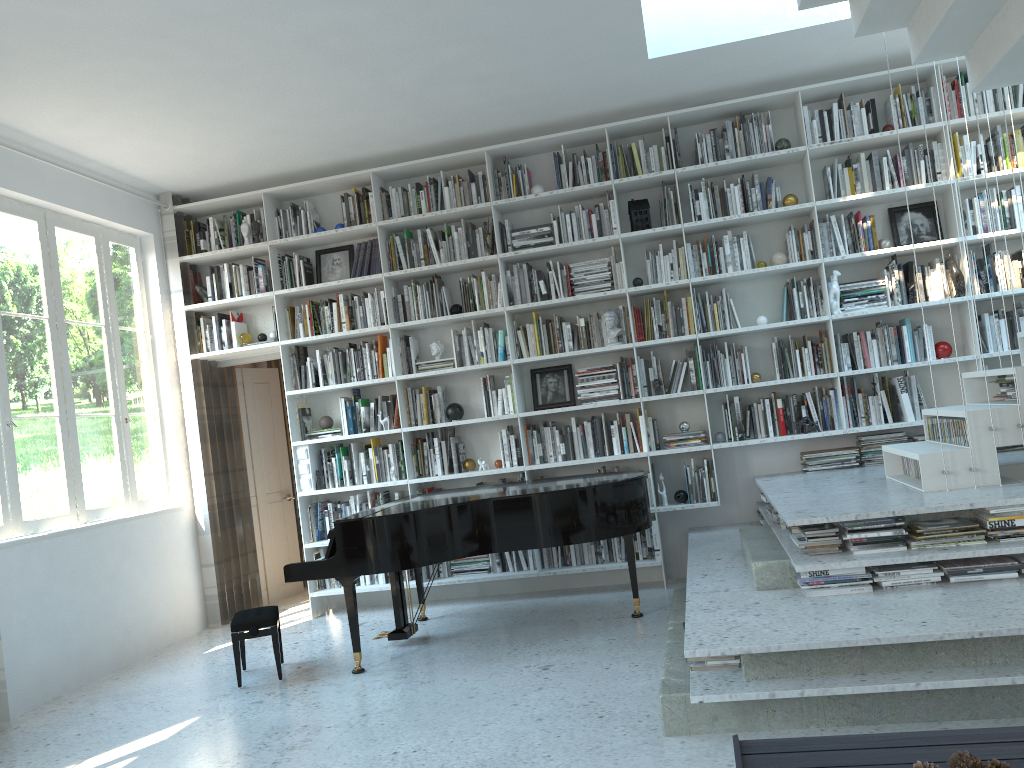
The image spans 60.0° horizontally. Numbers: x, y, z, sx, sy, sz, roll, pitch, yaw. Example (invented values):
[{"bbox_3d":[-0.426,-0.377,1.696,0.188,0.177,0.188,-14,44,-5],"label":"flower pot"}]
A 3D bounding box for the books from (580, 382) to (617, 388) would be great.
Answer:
[{"bbox_3d":[0.602,0.008,6.158,0.254,0.012,0.161,-7,-3,6],"label":"books"}]

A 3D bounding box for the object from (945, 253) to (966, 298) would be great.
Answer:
[{"bbox_3d":[2.789,-0.680,5.568,0.075,0.288,0.087,-5,-3,-44],"label":"object"}]

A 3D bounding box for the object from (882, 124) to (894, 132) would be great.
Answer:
[{"bbox_3d":[2.420,-1.632,5.702,0.071,0.072,0.071,-6,-3,-30],"label":"object"}]

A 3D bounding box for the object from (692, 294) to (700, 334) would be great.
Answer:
[{"bbox_3d":[1.255,-0.466,6.048,0.013,0.283,0.135,-8,-2,11],"label":"object"}]

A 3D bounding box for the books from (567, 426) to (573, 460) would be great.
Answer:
[{"bbox_3d":[0.415,0.413,6.196,0.013,0.230,0.139,-8,-2,11],"label":"books"}]

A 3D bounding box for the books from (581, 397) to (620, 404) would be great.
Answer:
[{"bbox_3d":[0.616,0.115,6.160,0.254,0.012,0.161,-8,-3,13],"label":"books"}]

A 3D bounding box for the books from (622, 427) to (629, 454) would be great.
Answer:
[{"bbox_3d":[0.786,0.386,6.105,0.023,0.183,0.169,-8,-2,11],"label":"books"}]

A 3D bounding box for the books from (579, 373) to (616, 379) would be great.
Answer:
[{"bbox_3d":[0.595,-0.052,6.164,0.254,0.012,0.161,-8,-3,8],"label":"books"}]

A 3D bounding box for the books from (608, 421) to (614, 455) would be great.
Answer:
[{"bbox_3d":[0.696,0.373,6.141,0.014,0.235,0.154,-8,-2,11],"label":"books"}]

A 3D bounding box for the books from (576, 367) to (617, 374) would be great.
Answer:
[{"bbox_3d":[0.589,-0.088,6.160,0.285,0.012,0.159,-7,-3,6],"label":"books"}]

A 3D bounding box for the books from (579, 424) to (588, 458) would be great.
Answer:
[{"bbox_3d":[0.507,0.397,6.179,0.031,0.237,0.159,-8,-2,11],"label":"books"}]

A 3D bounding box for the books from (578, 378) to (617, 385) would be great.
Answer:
[{"bbox_3d":[0.600,-0.016,6.162,0.254,0.012,0.161,-8,-3,14],"label":"books"}]

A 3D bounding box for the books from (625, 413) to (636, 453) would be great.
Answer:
[{"bbox_3d":[0.817,0.338,6.112,0.026,0.272,0.175,-8,-2,11],"label":"books"}]

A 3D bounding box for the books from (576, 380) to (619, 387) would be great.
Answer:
[{"bbox_3d":[0.600,-0.004,6.157,0.285,0.012,0.159,-8,-3,16],"label":"books"}]

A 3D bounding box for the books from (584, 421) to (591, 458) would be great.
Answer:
[{"bbox_3d":[0.536,0.385,6.189,0.025,0.254,0.136,-8,-2,11],"label":"books"}]

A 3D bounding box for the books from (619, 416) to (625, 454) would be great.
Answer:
[{"bbox_3d":[0.769,0.353,6.134,0.014,0.256,0.145,-8,-2,11],"label":"books"}]

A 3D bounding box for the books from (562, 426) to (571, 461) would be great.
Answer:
[{"bbox_3d":[0.392,0.412,6.190,0.029,0.237,0.166,-8,-2,11],"label":"books"}]

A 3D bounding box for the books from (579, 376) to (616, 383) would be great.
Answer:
[{"bbox_3d":[0.598,-0.028,6.163,0.254,0.012,0.161,-8,-3,8],"label":"books"}]

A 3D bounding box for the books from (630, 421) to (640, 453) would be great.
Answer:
[{"bbox_3d":[0.852,0.363,6.093,0.042,0.212,0.169,-8,-2,11],"label":"books"}]

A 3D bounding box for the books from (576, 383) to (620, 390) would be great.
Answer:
[{"bbox_3d":[0.603,0.020,6.157,0.285,0.012,0.159,-8,-3,16],"label":"books"}]

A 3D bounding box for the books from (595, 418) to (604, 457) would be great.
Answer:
[{"bbox_3d":[0.615,0.368,6.145,0.028,0.264,0.161,-8,-2,11],"label":"books"}]

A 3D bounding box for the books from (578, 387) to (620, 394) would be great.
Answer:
[{"bbox_3d":[0.608,0.044,6.165,0.285,0.012,0.159,-8,-3,12],"label":"books"}]

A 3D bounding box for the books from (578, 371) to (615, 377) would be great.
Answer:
[{"bbox_3d":[0.593,-0.065,6.162,0.254,0.012,0.161,-8,-3,7],"label":"books"}]

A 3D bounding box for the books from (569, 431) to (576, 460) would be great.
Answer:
[{"bbox_3d":[0.432,0.427,6.179,0.023,0.196,0.165,-8,-2,11],"label":"books"}]

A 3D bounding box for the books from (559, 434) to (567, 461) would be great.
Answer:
[{"bbox_3d":[0.366,0.442,6.188,0.029,0.183,0.174,-8,-2,11],"label":"books"}]

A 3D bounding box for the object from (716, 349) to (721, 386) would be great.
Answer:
[{"bbox_3d":[1.399,-0.106,6.017,0.007,0.266,0.135,-8,-2,11],"label":"object"}]

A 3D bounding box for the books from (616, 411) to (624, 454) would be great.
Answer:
[{"bbox_3d":[0.751,0.336,6.130,0.014,0.293,0.137,-8,-2,11],"label":"books"}]

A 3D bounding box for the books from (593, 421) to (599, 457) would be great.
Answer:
[{"bbox_3d":[0.591,0.379,6.168,0.011,0.251,0.158,-8,-2,11],"label":"books"}]

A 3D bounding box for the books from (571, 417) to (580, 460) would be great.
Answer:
[{"bbox_3d":[0.453,0.377,6.189,0.026,0.291,0.152,-8,-2,11],"label":"books"}]

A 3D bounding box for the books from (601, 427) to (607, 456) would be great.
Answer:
[{"bbox_3d":[0.646,0.396,6.153,0.021,0.202,0.128,-8,-2,11],"label":"books"}]

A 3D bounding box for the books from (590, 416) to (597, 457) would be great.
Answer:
[{"bbox_3d":[0.578,0.364,6.177,0.014,0.286,0.134,-8,-2,11],"label":"books"}]

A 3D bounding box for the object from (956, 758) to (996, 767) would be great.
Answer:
[{"bbox_3d":[1.099,0.928,2.067,0.097,0.102,0.099,-6,-2,-18],"label":"object"}]

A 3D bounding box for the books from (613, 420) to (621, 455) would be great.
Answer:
[{"bbox_3d":[0.734,0.367,6.121,0.023,0.234,0.174,-8,-2,11],"label":"books"}]

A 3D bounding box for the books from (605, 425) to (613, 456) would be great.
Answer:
[{"bbox_3d":[0.677,0.389,6.134,0.024,0.207,0.183,-8,-2,11],"label":"books"}]

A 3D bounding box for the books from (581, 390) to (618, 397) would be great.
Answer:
[{"bbox_3d":[0.609,0.067,6.156,0.254,0.012,0.161,-7,-3,6],"label":"books"}]

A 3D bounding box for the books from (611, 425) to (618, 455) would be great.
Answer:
[{"bbox_3d":[0.713,0.385,6.125,0.023,0.204,0.167,-8,-2,11],"label":"books"}]

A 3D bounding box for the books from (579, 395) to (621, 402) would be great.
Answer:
[{"bbox_3d":[0.613,0.102,6.154,0.285,0.012,0.159,-7,-3,6],"label":"books"}]

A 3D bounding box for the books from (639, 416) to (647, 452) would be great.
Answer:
[{"bbox_3d":[0.907,0.338,6.078,0.033,0.246,0.176,-8,-2,11],"label":"books"}]

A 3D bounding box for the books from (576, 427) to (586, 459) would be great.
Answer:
[{"bbox_3d":[0.484,0.409,6.191,0.025,0.220,0.140,-8,-2,11],"label":"books"}]

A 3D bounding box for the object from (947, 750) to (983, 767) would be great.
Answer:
[{"bbox_3d":[1.117,0.946,2.175,0.078,0.084,0.098,-8,-2,12],"label":"object"}]

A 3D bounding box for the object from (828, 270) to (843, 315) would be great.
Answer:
[{"bbox_3d":[2.075,-0.584,5.695,0.075,0.288,0.087,-5,-3,-44],"label":"object"}]

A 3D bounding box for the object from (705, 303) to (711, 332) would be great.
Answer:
[{"bbox_3d":[1.327,-0.438,6.016,0.013,0.208,0.140,-8,-2,11],"label":"object"}]

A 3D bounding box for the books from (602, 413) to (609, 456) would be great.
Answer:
[{"bbox_3d":[0.654,0.347,6.142,0.012,0.296,0.177,-8,-2,11],"label":"books"}]

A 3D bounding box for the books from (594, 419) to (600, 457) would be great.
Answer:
[{"bbox_3d":[0.599,0.372,6.155,0.010,0.261,0.181,-8,-2,11],"label":"books"}]

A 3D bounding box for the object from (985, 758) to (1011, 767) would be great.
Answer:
[{"bbox_3d":[1.159,0.929,2.091,0.086,0.101,0.078,-7,-2,-14],"label":"object"}]

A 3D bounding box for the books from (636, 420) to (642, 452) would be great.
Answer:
[{"bbox_3d":[0.878,0.357,6.089,0.011,0.216,0.166,-8,-2,11],"label":"books"}]

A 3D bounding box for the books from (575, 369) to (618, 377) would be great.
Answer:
[{"bbox_3d":[0.592,-0.076,6.167,0.285,0.012,0.159,-8,-3,13],"label":"books"}]

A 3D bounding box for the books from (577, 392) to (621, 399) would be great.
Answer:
[{"bbox_3d":[0.610,0.079,6.155,0.285,0.012,0.159,-8,-3,16],"label":"books"}]

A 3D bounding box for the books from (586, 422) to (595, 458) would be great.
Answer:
[{"bbox_3d":[0.556,0.386,6.157,0.026,0.245,0.191,-8,-2,11],"label":"books"}]

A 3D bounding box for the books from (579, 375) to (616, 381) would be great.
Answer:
[{"bbox_3d":[0.596,-0.040,6.161,0.254,0.012,0.161,-8,-3,7],"label":"books"}]

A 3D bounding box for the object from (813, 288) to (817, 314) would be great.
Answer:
[{"bbox_3d":[2.005,-0.529,5.898,0.014,0.208,0.130,-8,-2,11],"label":"object"}]

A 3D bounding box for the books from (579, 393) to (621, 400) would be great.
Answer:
[{"bbox_3d":[0.614,0.091,6.164,0.285,0.012,0.159,-8,-3,10],"label":"books"}]

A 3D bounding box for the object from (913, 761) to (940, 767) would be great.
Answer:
[{"bbox_3d":[0.985,0.936,2.091,0.090,0.106,0.097,-9,-3,33],"label":"object"}]

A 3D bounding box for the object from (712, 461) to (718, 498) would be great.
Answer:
[{"bbox_3d":[1.359,0.643,5.919,0.011,0.260,0.142,-8,-2,11],"label":"object"}]

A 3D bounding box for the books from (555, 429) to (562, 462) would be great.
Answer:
[{"bbox_3d":[0.339,0.429,6.198,0.023,0.217,0.174,-8,-2,11],"label":"books"}]

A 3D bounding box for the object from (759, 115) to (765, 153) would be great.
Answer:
[{"bbox_3d":[1.679,-1.642,5.956,0.006,0.297,0.129,-8,-2,11],"label":"object"}]

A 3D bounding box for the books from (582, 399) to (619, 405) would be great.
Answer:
[{"bbox_3d":[0.617,0.127,6.156,0.254,0.012,0.161,-8,-3,7],"label":"books"}]

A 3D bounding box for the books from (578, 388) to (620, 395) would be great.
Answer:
[{"bbox_3d":[0.610,0.056,6.167,0.285,0.012,0.159,-8,-3,11],"label":"books"}]

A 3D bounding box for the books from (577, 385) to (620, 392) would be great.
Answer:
[{"bbox_3d":[0.606,0.032,6.163,0.285,0.012,0.159,-8,-3,13],"label":"books"}]
